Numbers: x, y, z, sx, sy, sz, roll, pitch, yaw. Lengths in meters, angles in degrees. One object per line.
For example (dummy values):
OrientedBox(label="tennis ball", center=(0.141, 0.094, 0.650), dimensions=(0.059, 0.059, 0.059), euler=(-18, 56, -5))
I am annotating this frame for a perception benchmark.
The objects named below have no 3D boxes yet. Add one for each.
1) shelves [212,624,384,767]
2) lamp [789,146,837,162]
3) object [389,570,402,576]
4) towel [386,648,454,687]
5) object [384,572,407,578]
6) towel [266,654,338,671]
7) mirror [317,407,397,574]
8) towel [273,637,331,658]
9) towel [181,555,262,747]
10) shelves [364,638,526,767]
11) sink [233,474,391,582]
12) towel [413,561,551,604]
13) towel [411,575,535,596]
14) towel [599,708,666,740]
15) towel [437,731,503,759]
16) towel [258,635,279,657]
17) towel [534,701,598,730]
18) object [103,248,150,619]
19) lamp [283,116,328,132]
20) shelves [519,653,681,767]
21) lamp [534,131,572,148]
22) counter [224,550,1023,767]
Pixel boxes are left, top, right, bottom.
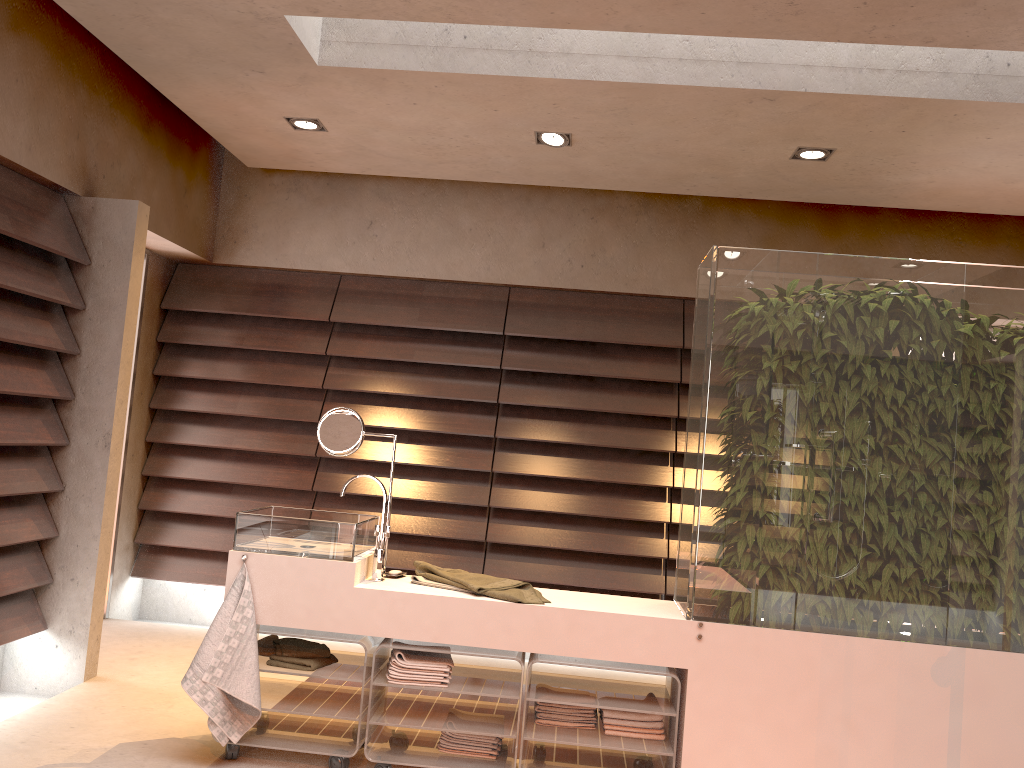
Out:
OrientedBox(label="shelves", center=(-0.712, 1.047, 3.053), dimensions=(0.487, 0.436, 0.368), euler=(5, -4, 4))
OrientedBox(label="lamp", center=(1.330, -1.038, 3.923), dimensions=(0.165, 0.051, 0.170), euler=(5, -4, 4))
OrientedBox(label="object", center=(-0.417, 0.674, 3.164), dimensions=(0.035, 0.016, 0.066), euler=(4, -4, 16))
OrientedBox(label="towel", center=(-0.307, 0.927, 2.953), dimensions=(0.221, 0.098, 0.220), euler=(5, -4, -7))
OrientedBox(label="object", center=(-0.417, 0.681, 3.164), dimensions=(0.065, 0.011, 0.108), euler=(4, -4, 18))
OrientedBox(label="towel", center=(-0.712, 0.929, 3.011), dimensions=(0.206, 0.034, 0.198), euler=(4, -4, 14))
OrientedBox(label="mirror", center=(-0.585, 0.383, 3.258), dimensions=(0.316, 0.589, 0.074), euler=(4, -4, 7))
OrientedBox(label="towel", center=(-0.727, 0.917, 3.059), dimensions=(0.192, 0.062, 0.192), euler=(6, -4, -17))
OrientedBox(label="towel", center=(-0.914, 0.853, 2.847), dimensions=(0.252, 0.598, 0.121), euler=(6, -4, -12))
OrientedBox(label="shelves", center=(-0.214, 1.085, 2.984), dimensions=(0.487, 0.436, 0.368), euler=(5, -4, 2))
OrientedBox(label="sink", center=(-0.662, 0.481, 3.080), dimensions=(0.486, 0.357, 0.340), euler=(5, -4, 4))
OrientedBox(label="towel", center=(-0.098, 0.678, 3.060), dimensions=(0.258, 0.057, 0.571), euler=(9, -5, -44))
OrientedBox(label="towel", center=(-0.135, 0.690, 3.058), dimensions=(0.394, 0.027, 0.202), euler=(3, -4, 24))
OrientedBox(label="towel", center=(0.402, 1.113, 2.994), dimensions=(0.221, 0.098, 0.220), euler=(5, -4, 3))
OrientedBox(label="towel", center=(-0.136, 1.189, 3.036), dimensions=(0.221, 0.098, 0.220), euler=(5, -4, 3))
OrientedBox(label="towel", center=(-0.811, 0.925, 3.124), dimensions=(0.180, 0.040, 0.196), euler=(4, -4, 18))
OrientedBox(label="towel", center=(0.187, 1.098, 3.040), dimensions=(0.220, 0.098, 0.221), euler=(5, -4, 3))
OrientedBox(label="object", center=(-2.157, 0.219, 4.316), dimensions=(0.090, 2.000, 1.007), euler=(5, -4, 4))
OrientedBox(label="lamp", center=(-0.951, -1.221, 4.100), dimensions=(0.165, 0.051, 0.170), euler=(5, -4, 4))
OrientedBox(label="shelves", center=(0.286, 1.127, 2.976), dimensions=(0.487, 0.436, 0.368), euler=(5, -4, 4))
OrientedBox(label="lamp", center=(0.188, -1.124, 4.011), dimensions=(0.165, 0.068, 0.170), euler=(5, -4, 4))
OrientedBox(label="counter", center=(0.508, 1.019, 2.957), dimensions=(2.931, 0.686, 0.350), euler=(5, -4, 4))
